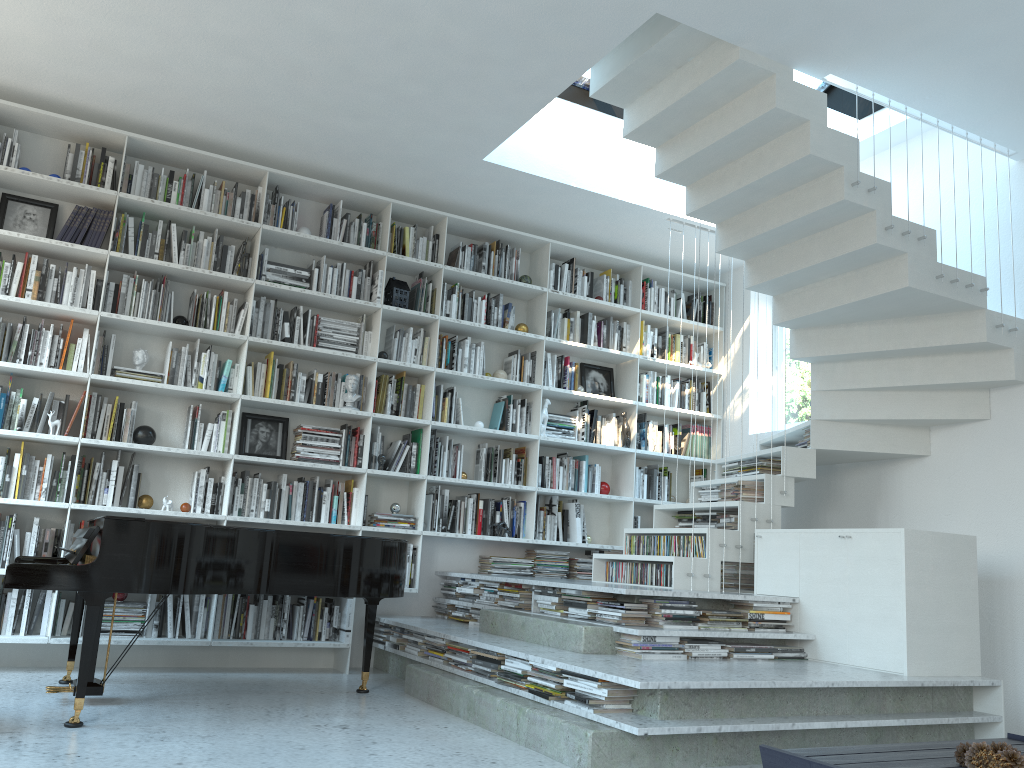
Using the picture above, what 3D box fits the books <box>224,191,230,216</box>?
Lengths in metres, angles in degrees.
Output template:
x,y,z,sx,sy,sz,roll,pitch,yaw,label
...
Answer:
x,y,z,sx,sy,sz,roll,pitch,yaw,label
-1.852,-1.117,5.706,0.013,0.206,0.178,9,-12,-27,books

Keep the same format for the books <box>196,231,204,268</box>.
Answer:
x,y,z,sx,sy,sz,roll,pitch,yaw,label
-1.990,-0.811,5.616,0.026,0.286,0.138,9,-12,-27,books

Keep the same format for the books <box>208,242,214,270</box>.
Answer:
x,y,z,sx,sy,sz,roll,pitch,yaw,label
-1.927,-0.775,5.634,0.013,0.230,0.142,9,-12,-27,books

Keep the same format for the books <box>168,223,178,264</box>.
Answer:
x,y,z,sx,sy,sz,roll,pitch,yaw,label
-2.114,-0.835,5.531,0.075,0.285,0.178,9,-12,-27,books

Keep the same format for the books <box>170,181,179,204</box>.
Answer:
x,y,z,sx,sy,sz,roll,pitch,yaw,label
-2.139,-1.157,5.586,0.030,0.201,0.152,9,-12,-27,books

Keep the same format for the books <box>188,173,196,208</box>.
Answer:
x,y,z,sx,sy,sz,roll,pitch,yaw,label
-2.044,-1.181,5.627,0.013,0.275,0.164,9,-12,-27,books

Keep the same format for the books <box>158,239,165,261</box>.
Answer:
x,y,z,sx,sy,sz,roll,pitch,yaw,label
-2.186,-0.791,5.506,0.034,0.180,0.160,9,-12,-27,books

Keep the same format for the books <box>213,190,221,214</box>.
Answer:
x,y,z,sx,sy,sz,roll,pitch,yaw,label
-1.917,-1.124,5.710,0.029,0.213,0.141,9,-12,-27,books

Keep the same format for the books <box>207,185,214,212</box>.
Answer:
x,y,z,sx,sy,sz,roll,pitch,yaw,label
-1.948,-1.143,5.685,0.026,0.235,0.134,9,-12,-27,books

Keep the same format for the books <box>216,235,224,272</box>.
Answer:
x,y,z,sx,sy,sz,roll,pitch,yaw,label
-1.885,-0.794,5.675,0.022,0.290,0.147,9,-12,-27,books

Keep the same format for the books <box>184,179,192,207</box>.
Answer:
x,y,z,sx,sy,sz,roll,pitch,yaw,label
-2.071,-1.162,5.627,0.029,0.235,0.130,9,-12,-27,books

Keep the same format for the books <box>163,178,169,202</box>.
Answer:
x,y,z,sx,sy,sz,roll,pitch,yaw,label
-2.186,-1.170,5.574,0.012,0.215,0.150,9,-12,-27,books

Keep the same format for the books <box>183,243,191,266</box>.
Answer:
x,y,z,sx,sy,sz,roll,pitch,yaw,label
-2.052,-0.771,5.563,0.028,0.179,0.168,9,-12,-27,books

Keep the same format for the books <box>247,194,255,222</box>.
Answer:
x,y,z,sx,sy,sz,roll,pitch,yaw,label
-1.718,-1.103,5.783,0.026,0.225,0.172,9,-12,-27,books

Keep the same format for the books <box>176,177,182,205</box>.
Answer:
x,y,z,sx,sy,sz,roll,pitch,yaw,label
-2.117,-1.171,5.596,0.013,0.234,0.155,9,-12,-27,books

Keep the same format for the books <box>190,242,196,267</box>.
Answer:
x,y,z,sx,sy,sz,roll,pitch,yaw,label
-2.030,-0.777,5.606,0.024,0.212,0.128,9,-12,-27,books

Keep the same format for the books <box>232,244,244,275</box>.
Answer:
x,y,z,sx,sy,sz,roll,pitch,yaw,label
-1.776,-0.767,5.705,0.055,0.263,0.167,9,-12,-27,books

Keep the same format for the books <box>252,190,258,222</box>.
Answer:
x,y,z,sx,sy,sz,roll,pitch,yaw,label
-1.702,-1.119,5.802,0.014,0.266,0.171,9,-12,-27,books

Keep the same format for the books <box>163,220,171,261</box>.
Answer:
x,y,z,sx,sy,sz,roll,pitch,yaw,label
-2.164,-0.853,5.536,0.013,0.314,0.135,9,-12,-27,books

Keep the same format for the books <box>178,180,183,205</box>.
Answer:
x,y,z,sx,sy,sz,roll,pitch,yaw,label
-2.103,-1.161,5.593,0.011,0.215,0.160,9,-12,-27,books

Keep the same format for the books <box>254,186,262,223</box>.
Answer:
x,y,z,sx,sy,sz,roll,pitch,yaw,label
-1.682,-1.128,5.809,0.026,0.288,0.176,9,-12,-27,books

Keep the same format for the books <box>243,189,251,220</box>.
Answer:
x,y,z,sx,sy,sz,roll,pitch,yaw,label
-1.751,-1.121,5.792,0.030,0.260,0.151,9,-12,-27,books

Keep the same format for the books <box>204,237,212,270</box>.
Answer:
x,y,z,sx,sy,sz,roll,pitch,yaw,label
-1.946,-0.792,5.631,0.028,0.260,0.136,9,-12,-27,books

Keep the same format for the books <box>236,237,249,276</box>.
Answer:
x,y,z,sx,sy,sz,roll,pitch,yaw,label
-1.761,-0.784,5.716,0.058,0.302,0.175,9,-12,-27,books

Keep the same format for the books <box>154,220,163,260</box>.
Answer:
x,y,z,sx,sy,sz,roll,pitch,yaw,label
-2.202,-0.852,5.495,0.023,0.293,0.156,9,-12,-27,books

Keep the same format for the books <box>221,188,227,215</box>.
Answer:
x,y,z,sx,sy,sz,roll,pitch,yaw,label
-1.872,-1.129,5.711,0.021,0.228,0.161,9,-12,-27,books

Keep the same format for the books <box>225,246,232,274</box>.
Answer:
x,y,z,sx,sy,sz,roll,pitch,yaw,label
-1.834,-0.756,5.677,0.022,0.222,0.161,9,-12,-27,books

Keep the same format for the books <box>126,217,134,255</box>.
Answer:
x,y,z,sx,sy,sz,roll,pitch,yaw,label
-2.340,-0.864,5.433,0.067,0.274,0.168,9,-12,-27,books

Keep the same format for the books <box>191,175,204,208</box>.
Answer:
x,y,z,sx,sy,sz,roll,pitch,yaw,label
-2.015,-1.175,5.639,0.052,0.272,0.173,9,-12,-27,books

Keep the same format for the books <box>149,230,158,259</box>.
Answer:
x,y,z,sx,sy,sz,roll,pitch,yaw,label
-2.228,-0.819,5.476,0.029,0.218,0.158,9,-12,-27,books

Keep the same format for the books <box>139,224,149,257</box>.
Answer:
x,y,z,sx,sy,sz,roll,pitch,yaw,label
-2.271,-0.839,5.449,0.031,0.241,0.181,9,-12,-27,books

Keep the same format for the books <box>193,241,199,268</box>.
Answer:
x,y,z,sx,sy,sz,roll,pitch,yaw,label
-2.003,-0.777,5.590,0.010,0.208,0.173,9,-12,-27,books

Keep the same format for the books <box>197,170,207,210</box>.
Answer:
x,y,z,sx,sy,sz,roll,pitch,yaw,label
-1.991,-1.189,5.669,0.014,0.314,0.166,9,-12,-27,books

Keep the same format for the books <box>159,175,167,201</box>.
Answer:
x,y,z,sx,sy,sz,roll,pitch,yaw,label
-2.206,-1.181,5.575,0.025,0.234,0.130,9,-12,-27,books

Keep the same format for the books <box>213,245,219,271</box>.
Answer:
x,y,z,sx,sy,sz,roll,pitch,yaw,label
-1.907,-0.760,5.655,0.024,0.213,0.150,9,-12,-27,books

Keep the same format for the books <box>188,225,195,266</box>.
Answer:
x,y,z,sx,sy,sz,roll,pitch,yaw,label
-2.031,-0.831,5.584,0.012,0.307,0.145,9,-12,-27,books

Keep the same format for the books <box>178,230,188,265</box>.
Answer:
x,y,z,sx,sy,sz,roll,pitch,yaw,label
-2.077,-0.815,5.565,0.027,0.264,0.169,9,-12,-27,books

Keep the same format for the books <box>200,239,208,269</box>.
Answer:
x,y,z,sx,sy,sz,roll,pitch,yaw,label
-1.960,-0.781,5.601,0.021,0.225,0.192,9,-12,-27,books

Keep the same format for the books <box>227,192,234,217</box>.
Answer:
x,y,z,sx,sy,sz,roll,pitch,yaw,label
-1.833,-1.112,5.712,0.026,0.199,0.187,9,-12,-27,books

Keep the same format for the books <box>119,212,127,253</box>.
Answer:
x,y,z,sx,sy,sz,roll,pitch,yaw,label
-2.391,-0.886,5.428,0.014,0.308,0.130,9,-12,-27,books

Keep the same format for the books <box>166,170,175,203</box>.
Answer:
x,y,z,sx,sy,sz,roll,pitch,yaw,label
-2.166,-1.193,5.587,0.028,0.267,0.151,9,-12,-27,books

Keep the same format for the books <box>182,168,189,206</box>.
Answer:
x,y,z,sx,sy,sz,roll,pitch,yaw,label
-2.081,-1.198,5.614,0.010,0.298,0.151,9,-12,-27,books

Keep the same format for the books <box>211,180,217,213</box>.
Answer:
x,y,z,sx,sy,sz,roll,pitch,yaw,label
-1.930,-1.156,5.698,0.014,0.268,0.156,9,-12,-27,books

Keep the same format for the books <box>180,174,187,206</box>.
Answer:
x,y,z,sx,sy,sz,roll,pitch,yaw,label
-2.091,-1.177,5.602,0.013,0.251,0.183,9,-12,-27,books

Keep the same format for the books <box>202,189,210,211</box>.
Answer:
x,y,z,sx,sy,sz,roll,pitch,yaw,label
-1.971,-1.126,5.661,0.031,0.189,0.182,9,-12,-27,books

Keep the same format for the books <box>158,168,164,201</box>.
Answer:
x,y,z,sx,sy,sz,roll,pitch,yaw,label
-2.208,-1.202,5.547,0.010,0.264,0.160,9,-12,-27,books

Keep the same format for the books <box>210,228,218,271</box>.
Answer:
x,y,z,sx,sy,sz,roll,pitch,yaw,label
-1.909,-0.815,5.638,0.011,0.313,0.183,9,-12,-27,books

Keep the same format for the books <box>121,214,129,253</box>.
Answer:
x,y,z,sx,sy,sz,roll,pitch,yaw,label
-2.370,-0.877,5.411,0.010,0.286,0.148,9,-12,-27,books

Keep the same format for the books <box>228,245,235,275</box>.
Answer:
x,y,z,sx,sy,sz,roll,pitch,yaw,label
-1.820,-0.757,5.702,0.025,0.236,0.153,9,-12,-27,books

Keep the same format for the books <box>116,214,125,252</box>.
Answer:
x,y,z,sx,sy,sz,roll,pitch,yaw,label
-2.394,-0.878,5.401,0.013,0.283,0.159,9,-12,-27,books

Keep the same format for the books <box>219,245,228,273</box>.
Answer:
x,y,z,sx,sy,sz,roll,pitch,yaw,label
-1.855,-0.758,5.662,0.030,0.217,0.183,9,-12,-27,books

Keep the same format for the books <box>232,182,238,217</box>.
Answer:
x,y,z,sx,sy,sz,roll,pitch,yaw,label
-1.813,-1.147,5.749,0.013,0.285,0.160,9,-12,-27,books

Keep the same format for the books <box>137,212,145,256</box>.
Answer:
x,y,z,sx,sy,sz,roll,pitch,yaw,label
-2.287,-0.879,5.445,0.012,0.314,0.171,9,-12,-27,books

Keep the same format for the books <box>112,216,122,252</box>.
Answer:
x,y,z,sx,sy,sz,roll,pitch,yaw,label
-2.404,-0.870,5.378,0.023,0.255,0.175,9,-12,-27,books

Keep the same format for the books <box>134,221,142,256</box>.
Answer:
x,y,z,sx,sy,sz,roll,pitch,yaw,label
-2.303,-0.852,5.442,0.011,0.259,0.157,9,-12,-27,books

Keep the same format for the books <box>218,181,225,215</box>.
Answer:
x,y,z,sx,sy,sz,roll,pitch,yaw,label
-1.883,-1.151,5.701,0.014,0.266,0.192,9,-12,-27,books

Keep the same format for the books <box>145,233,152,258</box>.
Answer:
x,y,z,sx,sy,sz,roll,pitch,yaw,label
-2.255,-0.814,5.469,0.024,0.201,0.153,9,-12,-27,books

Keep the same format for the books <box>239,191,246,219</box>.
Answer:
x,y,z,sx,sy,sz,roll,pitch,yaw,label
-1.772,-1.115,5.770,0.026,0.236,0.149,9,-12,-27,books

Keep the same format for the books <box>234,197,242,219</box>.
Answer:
x,y,z,sx,sy,sz,roll,pitch,yaw,label
-1.794,-1.095,5.744,0.031,0.184,0.177,9,-12,-27,books
